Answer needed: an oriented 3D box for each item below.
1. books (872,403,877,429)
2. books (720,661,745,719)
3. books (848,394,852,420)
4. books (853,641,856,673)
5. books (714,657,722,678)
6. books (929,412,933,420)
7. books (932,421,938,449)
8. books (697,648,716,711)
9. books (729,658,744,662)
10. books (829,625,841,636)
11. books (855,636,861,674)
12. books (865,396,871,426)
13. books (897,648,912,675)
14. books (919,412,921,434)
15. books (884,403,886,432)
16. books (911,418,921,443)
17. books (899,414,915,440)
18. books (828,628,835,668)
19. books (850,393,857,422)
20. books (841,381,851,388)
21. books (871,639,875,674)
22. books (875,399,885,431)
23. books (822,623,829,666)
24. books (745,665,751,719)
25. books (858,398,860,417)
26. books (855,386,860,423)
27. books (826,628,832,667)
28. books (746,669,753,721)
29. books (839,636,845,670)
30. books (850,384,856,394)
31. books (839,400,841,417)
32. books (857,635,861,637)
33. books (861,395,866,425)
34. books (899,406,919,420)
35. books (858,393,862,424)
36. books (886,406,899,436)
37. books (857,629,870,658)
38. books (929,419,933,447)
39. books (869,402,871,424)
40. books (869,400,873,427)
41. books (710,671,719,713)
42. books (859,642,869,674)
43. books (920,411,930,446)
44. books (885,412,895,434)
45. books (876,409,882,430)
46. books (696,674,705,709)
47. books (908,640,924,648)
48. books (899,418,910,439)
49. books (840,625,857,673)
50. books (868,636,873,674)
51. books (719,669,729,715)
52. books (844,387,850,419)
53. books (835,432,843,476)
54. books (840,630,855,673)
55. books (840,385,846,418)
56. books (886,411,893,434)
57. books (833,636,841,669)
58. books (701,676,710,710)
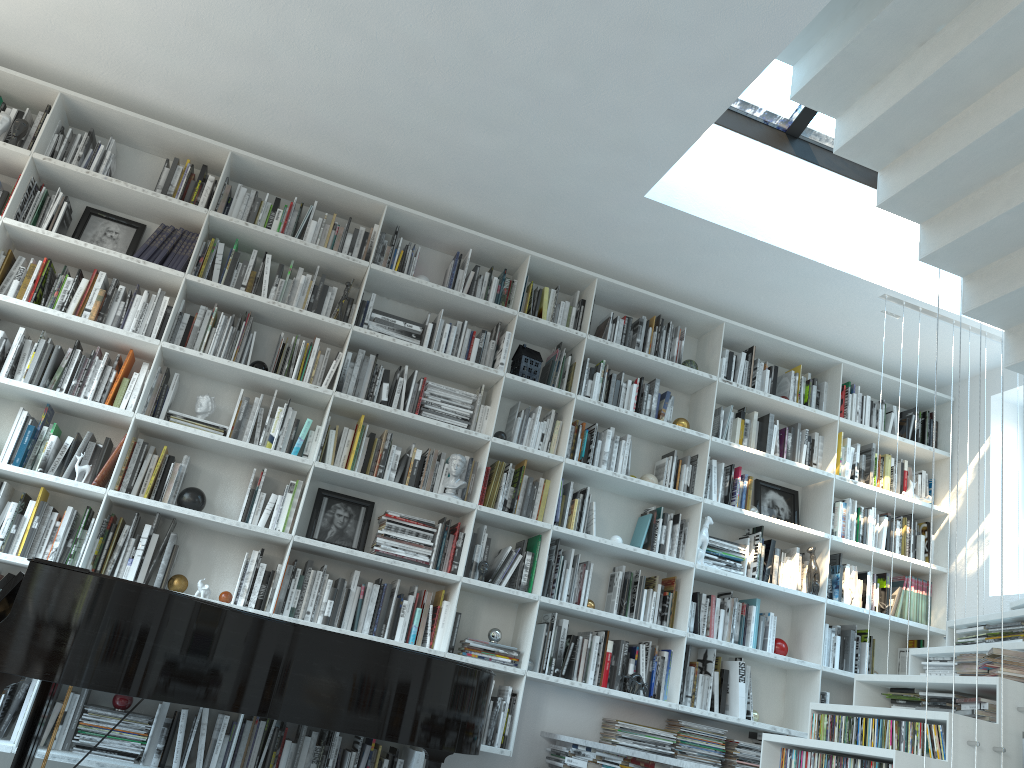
[{"bbox_3d":[2.277,0.253,5.689,0.025,0.236,0.144,17,-21,-14],"label":"books"},{"bbox_3d":[1.184,1.664,4.836,0.075,0.290,0.256,17,-21,-14],"label":"books"},{"bbox_3d":[2.083,0.192,5.624,0.022,0.228,0.175,17,-21,-14],"label":"books"},{"bbox_3d":[1.935,1.601,5.173,0.027,0.200,0.164,17,-21,-14],"label":"books"},{"bbox_3d":[1.098,1.655,4.876,0.010,0.303,0.132,17,-21,-14],"label":"books"},{"bbox_3d":[2.711,0.352,5.828,0.014,0.317,0.144,17,-21,-14],"label":"books"},{"bbox_3d":[2.695,0.375,5.782,0.025,0.236,0.188,17,-21,-14],"label":"books"},{"bbox_3d":[1.049,1.617,4.846,0.014,0.332,0.169,17,-21,-14],"label":"books"},{"bbox_3d":[1.225,1.682,4.908,0.012,0.324,0.136,17,-21,-14],"label":"books"},{"bbox_3d":[1.854,1.545,5.167,0.024,0.266,0.133,17,-21,-14],"label":"books"},{"bbox_3d":[1.971,1.595,5.181,0.014,0.229,0.173,17,-21,-14],"label":"books"},{"bbox_3d":[2.219,0.222,5.678,0.029,0.263,0.179,17,-21,-14],"label":"books"},{"bbox_3d":[2.360,1.706,5.292,0.012,0.253,0.161,17,-21,-14],"label":"books"},{"bbox_3d":[2.615,0.334,5.795,0.012,0.291,0.140,17,-21,-14],"label":"books"},{"bbox_3d":[2.353,0.265,5.718,0.015,0.262,0.143,17,-21,-14],"label":"books"},{"bbox_3d":[2.573,0.347,5.746,0.012,0.215,0.193,17,-21,-14],"label":"books"},{"bbox_3d":[2.533,0.327,5.759,0.068,0.246,0.161,17,-21,-14],"label":"books"},{"bbox_3d":[1.808,1.538,5.137,0.022,0.241,0.152,17,-21,-14],"label":"books"},{"bbox_3d":[2.115,0.198,5.642,0.023,0.243,0.183,17,-21,-14],"label":"books"},{"bbox_3d":[2.102,0.156,5.665,0.014,0.330,0.143,17,-21,-14],"label":"books"},{"bbox_3d":[2.069,1.622,5.211,0.013,0.239,0.166,17,-21,-14],"label":"books"},{"bbox_3d":[2.341,0.253,5.723,0.012,0.284,0.160,17,-21,-14],"label":"books"},{"bbox_3d":[1.756,1.514,5.117,0.024,0.251,0.176,17,-21,-14],"label":"books"},{"bbox_3d":[1.246,1.698,4.886,0.025,0.286,0.160,17,-21,-14],"label":"books"},{"bbox_3d":[2.152,0.204,5.663,0.014,0.259,0.168,17,-21,-14],"label":"books"},{"bbox_3d":[2.148,0.177,5.660,0.012,0.305,0.185,17,-21,-14],"label":"books"},{"bbox_3d":[1.780,1.532,5.128,0.037,0.235,0.153,17,-21,-14],"label":"books"},{"bbox_3d":[1.282,1.720,4.903,0.062,0.273,0.148,17,-21,-14],"label":"books"},{"bbox_3d":[1.873,1.578,5.156,0.025,0.207,0.149,17,-21,-14],"label":"books"},{"bbox_3d":[2.134,0.169,5.675,0.012,0.325,0.152,17,-21,-14],"label":"books"},{"bbox_3d":[2.029,0.188,5.633,0.025,0.222,0.137,17,-21,-14],"label":"books"},{"bbox_3d":[1.986,1.600,5.202,0.027,0.241,0.132,17,-21,-14],"label":"books"},{"bbox_3d":[2.195,0.217,5.671,0.022,0.258,0.163,17,-21,-14],"label":"books"},{"bbox_3d":[2.587,0.313,5.786,0.014,0.312,0.162,17,-21,-14],"label":"books"},{"bbox_3d":[2.172,0.204,5.672,0.027,0.274,0.149,17,-21,-14],"label":"books"},{"bbox_3d":[2.447,0.290,5.751,0.069,0.276,0.132,17,-21,-14],"label":"books"},{"bbox_3d":[2.033,1.586,5.201,0.011,0.283,0.161,17,-21,-14],"label":"books"},{"bbox_3d":[2.674,0.368,5.790,0.014,0.247,0.185,17,-21,-14],"label":"books"},{"bbox_3d":[2.235,0.240,5.677,0.011,0.235,0.149,17,-21,-14],"label":"books"},{"bbox_3d":[2.251,0.242,5.693,0.027,0.248,0.155,17,-21,-14],"label":"books"},{"bbox_3d":[1.068,1.680,4.834,0.052,0.216,0.185,17,-21,-14],"label":"books"},{"bbox_3d":[2.013,1.616,5.176,0.021,0.204,0.175,17,-21,-14],"label":"books"},{"bbox_3d":[2.637,0.331,5.769,0.014,0.285,0.190,17,-21,-14],"label":"books"},{"bbox_3d":[2.382,0.298,5.715,0.057,0.211,0.163,17,-21,-14],"label":"books"},{"bbox_3d":[2.310,0.279,5.697,0.026,0.207,0.163,17,-21,-14],"label":"books"},{"bbox_3d":[0.988,1.673,4.819,0.030,0.187,0.140,17,-21,-14],"label":"books"},{"bbox_3d":[2.419,1.698,5.326,0.013,0.314,0.130,17,-21,-14],"label":"books"},{"bbox_3d":[2.490,0.334,5.724,0.024,0.192,0.187,17,-21,-14],"label":"books"},{"bbox_3d":[1.963,1.562,5.194,0.013,0.296,0.141,17,-21,-14],"label":"books"},{"bbox_3d":[2.058,1.613,5.214,0.012,0.253,0.161,17,-21,-14],"label":"books"},{"bbox_3d":[1.117,1.685,4.853,0.031,0.238,0.172,17,-21,-14],"label":"books"},{"bbox_3d":[2.072,0.168,5.623,0.012,0.268,0.185,17,-21,-14],"label":"books"},{"bbox_3d":[1.953,0.451,5.421,0.010,0.293,0.183,17,-21,-14],"label":"books"},{"bbox_3d":[1.910,1.559,5.146,0.027,0.247,0.184,17,-21,-14],"label":"books"},{"bbox_3d":[2.058,0.160,5.635,0.013,0.285,0.151,17,-21,-14],"label":"books"},{"bbox_3d":[2.411,0.301,5.739,0.010,0.234,0.132,17,-21,-14],"label":"books"},{"bbox_3d":[1.829,1.563,5.132,0.029,0.200,0.173,17,-21,-14],"label":"books"},{"bbox_3d":[1.016,1.680,4.819,0.024,0.184,0.149,17,-21,-14],"label":"books"}]
